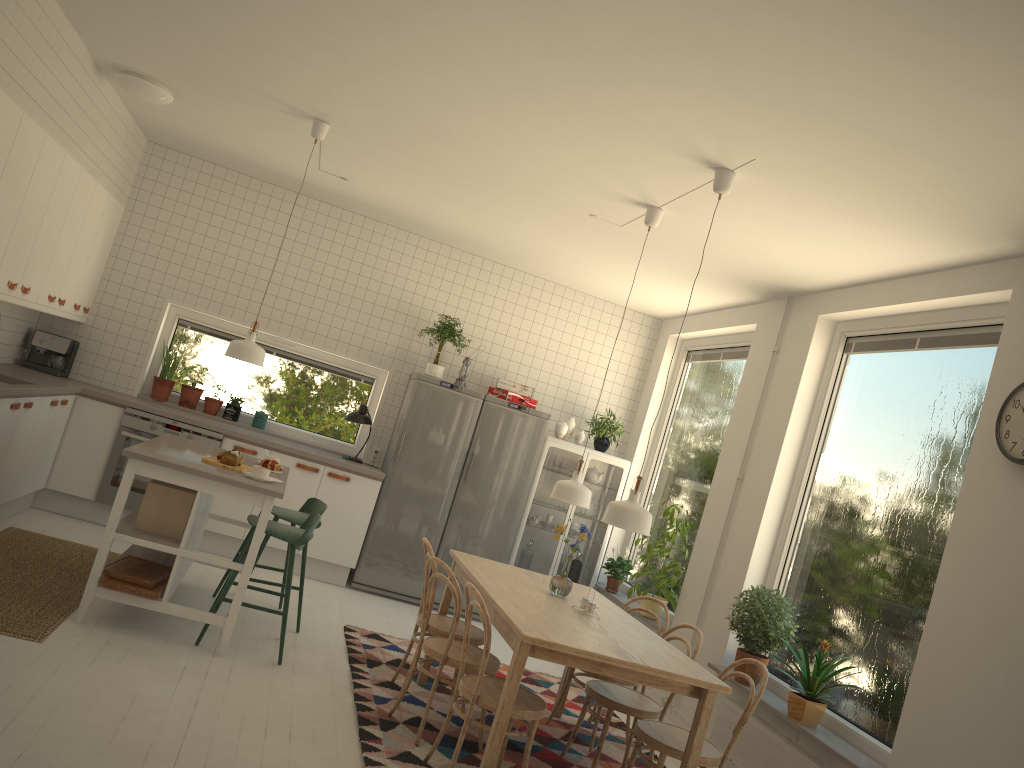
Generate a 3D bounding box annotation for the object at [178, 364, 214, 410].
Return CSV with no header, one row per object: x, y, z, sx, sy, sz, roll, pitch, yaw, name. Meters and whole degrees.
-2.579,0.015,7.179,0.258,0.370,0.234,17,-4,0,object

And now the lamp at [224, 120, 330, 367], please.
-1.311,-0.840,5.101,0.229,1.491,0.229,18,-4,-12,lamp

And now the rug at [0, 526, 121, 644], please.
-2.636,1.024,4.779,0.749,0.004,2.000,18,-4,-12,rug

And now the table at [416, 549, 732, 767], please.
0.153,1.437,4.286,0.894,0.749,1.797,18,-4,-12,table

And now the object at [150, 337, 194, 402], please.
-2.752,-0.106,7.125,0.300,0.499,0.334,19,-5,-29,object

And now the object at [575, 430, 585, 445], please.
0.567,0.448,7.413,0.082,0.126,0.082,20,-5,-40,object

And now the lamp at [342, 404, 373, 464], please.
-1.272,0.389,7.219,0.239,0.466,0.262,16,-4,16,lamp

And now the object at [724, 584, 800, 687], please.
1.384,1.414,5.007,0.383,0.561,0.395,18,-4,-14,object

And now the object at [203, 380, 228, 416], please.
-2.400,0.122,7.196,0.177,0.277,0.194,13,-6,44,object

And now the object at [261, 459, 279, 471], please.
-1.456,0.481,5.299,0.131,0.060,0.069,15,-4,26,object

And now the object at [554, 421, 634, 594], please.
0.647,1.005,7.217,0.943,1.208,0.261,17,-4,3,object

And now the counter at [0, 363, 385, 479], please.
-1.919,0.351,4.760,2.855,0.163,4.844,18,-4,-12,counter

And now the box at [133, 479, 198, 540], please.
-1.796,0.644,4.663,0.236,0.242,0.357,18,-4,-12,box

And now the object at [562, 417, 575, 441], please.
0.472,0.380,7.457,0.102,0.206,0.102,19,-5,-28,object

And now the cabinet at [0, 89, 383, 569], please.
-1.805,-0.029,4.789,2.851,2.161,4.844,18,-4,-12,cabinet

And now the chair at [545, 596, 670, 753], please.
0.555,1.562,4.915,0.483,0.811,0.386,20,-5,-40,chair

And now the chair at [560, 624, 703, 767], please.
0.595,1.535,4.351,0.483,0.811,0.385,18,-4,-15,chair

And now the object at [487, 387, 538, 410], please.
0.001,0.120,7.405,0.309,0.082,0.312,19,-5,-32,object

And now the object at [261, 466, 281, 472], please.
-1.456,0.511,5.312,0.122,0.005,0.120,17,-4,6,object

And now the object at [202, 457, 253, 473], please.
-1.554,0.446,4.885,0.237,0.019,0.306,17,-4,4,object

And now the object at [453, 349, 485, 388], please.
-0.350,-0.154,7.243,0.163,0.383,0.154,16,-4,10,object

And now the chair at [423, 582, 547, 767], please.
-0.078,1.289,3.745,0.483,0.811,0.385,18,-4,-15,chair

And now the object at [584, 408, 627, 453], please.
0.790,0.394,7.586,0.371,0.385,0.372,16,-4,6,object

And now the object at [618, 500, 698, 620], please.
1.079,1.268,6.366,0.485,0.842,0.615,20,-5,-33,object

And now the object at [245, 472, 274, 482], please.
-1.340,0.498,4.693,0.160,0.020,0.160,13,-5,43,object

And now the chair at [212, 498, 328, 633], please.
-1.444,1.034,5.380,0.445,0.752,0.485,19,-5,-27,chair

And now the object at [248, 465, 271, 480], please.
-1.333,0.470,4.693,0.094,0.064,0.098,14,-5,36,object

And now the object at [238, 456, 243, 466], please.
-1.529,0.416,4.904,0.083,0.057,0.072,17,-4,-6,object

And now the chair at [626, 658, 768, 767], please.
0.777,1.558,3.878,0.483,0.811,0.385,18,-4,-10,chair

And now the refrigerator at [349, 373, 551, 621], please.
-0.520,0.929,7.286,1.145,1.779,0.559,18,-4,-12,refrigerator

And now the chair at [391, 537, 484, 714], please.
-0.360,1.271,4.719,0.483,0.811,0.385,18,-4,-10,chair

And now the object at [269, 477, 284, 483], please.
-1.335,0.518,4.863,0.167,0.005,0.167,18,-4,-17,object

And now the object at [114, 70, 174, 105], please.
-2.261,-1.801,5.440,0.352,0.101,0.351,15,-4,30,object

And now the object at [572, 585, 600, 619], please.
0.376,1.041,4.287,0.095,0.138,0.155,18,-4,-12,object

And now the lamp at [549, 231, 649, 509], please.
0.539,-0.124,4.814,0.230,1.596,0.229,14,-5,33,lamp

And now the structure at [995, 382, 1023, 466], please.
2.114,0.152,3.575,0.074,0.372,0.371,18,-4,-13,structure

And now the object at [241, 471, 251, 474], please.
-1.395,0.473,4.694,0.028,0.011,0.132,15,-4,27,object

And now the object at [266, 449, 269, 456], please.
-1.504,0.459,5.496,0.102,0.086,0.028,15,-5,28,object

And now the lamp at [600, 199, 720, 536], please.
0.731,-0.123,3.977,0.230,1.596,0.229,15,-5,22,lamp

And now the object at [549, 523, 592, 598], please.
0.295,0.904,4.571,0.206,0.389,0.144,13,-5,40,object

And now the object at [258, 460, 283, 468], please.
-1.495,0.505,5.482,0.160,0.020,0.160,18,-4,-16,object

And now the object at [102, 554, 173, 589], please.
-1.923,0.962,4.571,0.280,0.030,0.430,17,-4,-4,object

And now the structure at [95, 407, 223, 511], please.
-2.648,0.611,6.806,0.705,0.711,0.704,18,-4,-12,structure

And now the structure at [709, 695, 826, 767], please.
1.317,1.916,4.533,0.113,0.279,1.029,18,-4,-12,structure

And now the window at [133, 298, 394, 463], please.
-2.025,-0.011,7.365,1.897,0.816,0.293,18,-4,-12,window

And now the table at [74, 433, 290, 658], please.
-1.798,0.845,5.032,0.794,0.865,1.424,18,-4,-12,table

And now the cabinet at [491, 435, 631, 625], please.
0.370,1.294,7.497,0.789,1.593,0.453,18,-4,-12,cabinet

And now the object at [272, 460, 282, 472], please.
-1.423,0.494,5.340,0.060,0.059,0.074,21,-5,-43,object

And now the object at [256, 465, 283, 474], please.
-1.455,0.513,5.308,0.167,0.005,0.167,18,-4,-17,object

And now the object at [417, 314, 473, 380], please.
-0.557,-0.306,7.191,0.474,0.545,0.467,17,-4,1,object

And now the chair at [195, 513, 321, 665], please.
-1.339,1.023,4.771,0.445,0.752,0.485,18,-4,-13,chair

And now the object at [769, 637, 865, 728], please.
1.492,1.477,4.404,0.417,0.425,0.486,17,-4,-5,object

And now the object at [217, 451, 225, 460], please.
-1.583,0.394,4.895,0.079,0.067,0.074,18,-4,-10,object

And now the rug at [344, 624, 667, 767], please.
0.052,1.809,4.489,1.748,0.035,3.025,18,-4,-12,rug

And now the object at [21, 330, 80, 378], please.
-3.505,-0.234,6.697,0.316,0.292,0.279,18,-4,-11,object

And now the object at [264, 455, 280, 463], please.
-1.488,0.480,5.486,0.094,0.060,0.098,18,-4,-15,object

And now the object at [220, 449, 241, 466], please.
-1.528,0.396,4.822,0.086,0.087,0.090,17,-4,-5,object

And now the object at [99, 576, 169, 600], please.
-1.899,0.996,4.498,0.280,0.030,0.430,18,-4,-12,object

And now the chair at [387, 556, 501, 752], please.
-0.277,1.261,4.215,0.483,0.811,0.386,19,-5,-30,chair

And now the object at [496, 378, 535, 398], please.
0.023,0.041,7.414,0.312,0.082,0.307,17,-4,0,object
